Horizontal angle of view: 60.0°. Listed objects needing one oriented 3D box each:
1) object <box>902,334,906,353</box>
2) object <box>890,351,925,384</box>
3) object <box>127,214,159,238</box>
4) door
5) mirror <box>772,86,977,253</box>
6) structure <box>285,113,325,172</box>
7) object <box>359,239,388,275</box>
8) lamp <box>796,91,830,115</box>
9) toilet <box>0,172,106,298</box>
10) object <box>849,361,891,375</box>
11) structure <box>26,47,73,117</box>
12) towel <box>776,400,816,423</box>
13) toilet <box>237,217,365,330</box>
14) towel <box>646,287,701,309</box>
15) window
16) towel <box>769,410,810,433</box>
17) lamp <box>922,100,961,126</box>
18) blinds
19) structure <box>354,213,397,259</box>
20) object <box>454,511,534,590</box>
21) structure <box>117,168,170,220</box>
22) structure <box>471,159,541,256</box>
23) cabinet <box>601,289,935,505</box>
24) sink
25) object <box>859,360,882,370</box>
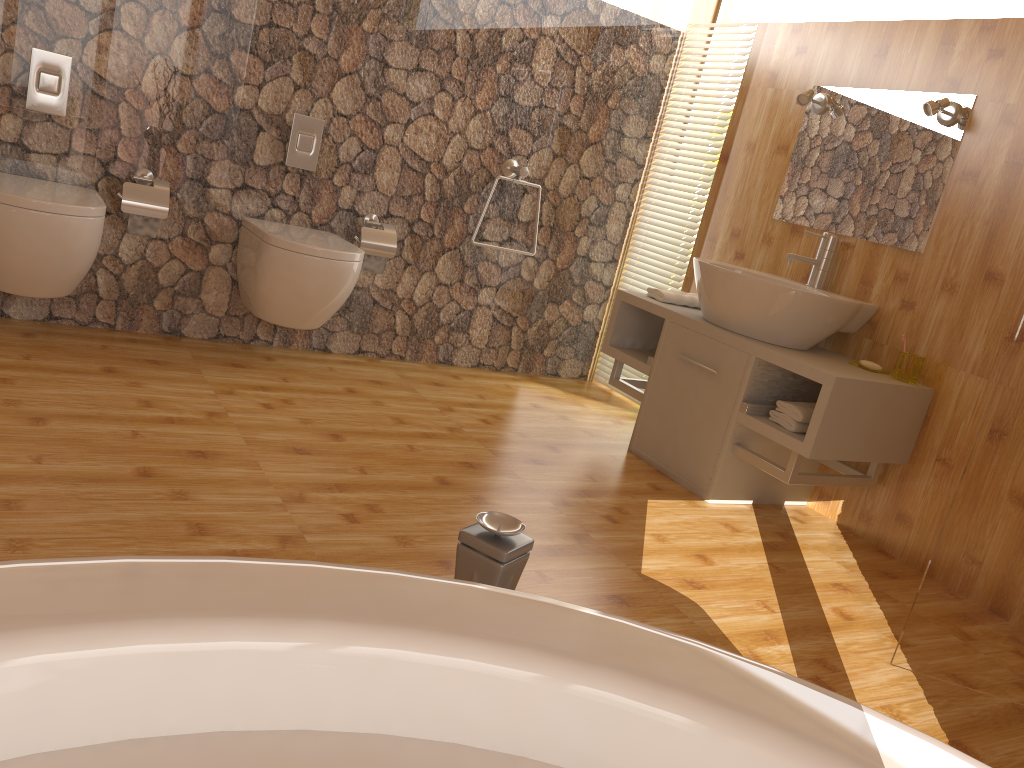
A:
[{"bbox_3d":[1.295,-0.096,2.925,0.063,0.132,0.012,13,13,-4],"label":"object"},{"bbox_3d":[1.307,-0.054,2.927,0.060,0.093,0.060,6,16,-32],"label":"object"},{"bbox_3d":[-1.307,-0.604,3.142,0.098,0.151,0.090,6,16,-32],"label":"object"},{"bbox_3d":[1.634,-0.219,1.843,0.983,2.147,0.077,16,13,7],"label":"door"},{"bbox_3d":[1.278,-0.800,3.220,0.005,0.523,0.698,6,16,-32],"label":"mirror"},{"bbox_3d":[-0.800,-0.932,3.425,0.120,0.200,0.010,6,16,-32],"label":"structure"},{"bbox_3d":[-0.564,-0.531,3.605,0.098,0.151,0.090,6,16,-32],"label":"object"},{"bbox_3d":[1.134,-1.080,3.372,0.124,0.080,0.080,6,16,-32],"label":"lamp"},{"bbox_3d":[-1.543,-0.463,2.869,0.371,0.337,0.507,6,16,-32],"label":"toilet"},{"bbox_3d":[1.217,-0.056,3.019,0.100,0.010,0.100,6,16,-32],"label":"object"},{"bbox_3d":[-1.545,-1.006,2.961,0.120,0.200,0.010,6,16,-32],"label":"structure"},{"bbox_3d":[0.999,0.095,2.926,0.225,0.048,0.140,7,15,-27],"label":"towel"},{"bbox_3d":[-0.798,-0.389,3.334,0.371,0.337,0.507,6,16,-32],"label":"toilet"},{"bbox_3d":[0.670,-0.349,3.578,0.225,0.048,0.140,7,15,-27],"label":"towel"},{"bbox_3d":[1.750,-0.397,2.688,0.010,2.164,3.964,6,16,-32],"label":"window"},{"bbox_3d":[0.979,0.127,2.936,0.225,0.048,0.140,7,15,-27],"label":"towel"},{"bbox_3d":[1.402,-0.902,2.913,0.124,0.080,0.080,6,16,-32],"label":"lamp"},{"bbox_3d":[0.784,-0.985,4.063,0.042,2.178,0.420,6,16,-32],"label":"blinds"},{"bbox_3d":[-0.564,-0.607,3.604,0.170,0.151,0.154,6,16,-32],"label":"structure"},{"bbox_3d":[1.159,0.008,1.025,2.276,1.921,0.347,16,13,9],"label":"object"},{"bbox_3d":[-1.307,-0.680,3.141,0.170,0.151,0.154,6,16,-32],"label":"structure"},{"bbox_3d":[-0.014,-0.780,3.871,0.332,0.387,0.133,6,16,-32],"label":"structure"},{"bbox_3d":[0.832,0.086,3.308,0.517,0.570,1.136,6,16,-32],"label":"cabinet"},{"bbox_3d":[0.943,-0.377,3.190,0.533,0.409,0.634,6,16,-32],"label":"sink"},{"bbox_3d":[1.221,-0.063,3.019,0.075,0.023,0.050,15,13,3],"label":"object"}]
